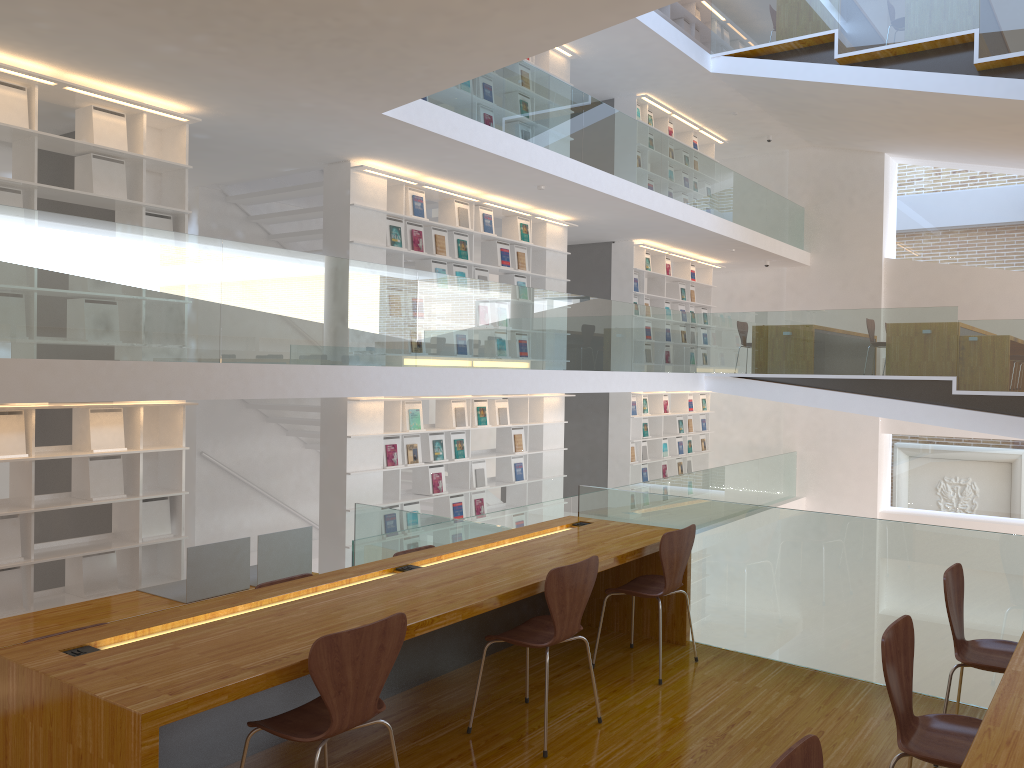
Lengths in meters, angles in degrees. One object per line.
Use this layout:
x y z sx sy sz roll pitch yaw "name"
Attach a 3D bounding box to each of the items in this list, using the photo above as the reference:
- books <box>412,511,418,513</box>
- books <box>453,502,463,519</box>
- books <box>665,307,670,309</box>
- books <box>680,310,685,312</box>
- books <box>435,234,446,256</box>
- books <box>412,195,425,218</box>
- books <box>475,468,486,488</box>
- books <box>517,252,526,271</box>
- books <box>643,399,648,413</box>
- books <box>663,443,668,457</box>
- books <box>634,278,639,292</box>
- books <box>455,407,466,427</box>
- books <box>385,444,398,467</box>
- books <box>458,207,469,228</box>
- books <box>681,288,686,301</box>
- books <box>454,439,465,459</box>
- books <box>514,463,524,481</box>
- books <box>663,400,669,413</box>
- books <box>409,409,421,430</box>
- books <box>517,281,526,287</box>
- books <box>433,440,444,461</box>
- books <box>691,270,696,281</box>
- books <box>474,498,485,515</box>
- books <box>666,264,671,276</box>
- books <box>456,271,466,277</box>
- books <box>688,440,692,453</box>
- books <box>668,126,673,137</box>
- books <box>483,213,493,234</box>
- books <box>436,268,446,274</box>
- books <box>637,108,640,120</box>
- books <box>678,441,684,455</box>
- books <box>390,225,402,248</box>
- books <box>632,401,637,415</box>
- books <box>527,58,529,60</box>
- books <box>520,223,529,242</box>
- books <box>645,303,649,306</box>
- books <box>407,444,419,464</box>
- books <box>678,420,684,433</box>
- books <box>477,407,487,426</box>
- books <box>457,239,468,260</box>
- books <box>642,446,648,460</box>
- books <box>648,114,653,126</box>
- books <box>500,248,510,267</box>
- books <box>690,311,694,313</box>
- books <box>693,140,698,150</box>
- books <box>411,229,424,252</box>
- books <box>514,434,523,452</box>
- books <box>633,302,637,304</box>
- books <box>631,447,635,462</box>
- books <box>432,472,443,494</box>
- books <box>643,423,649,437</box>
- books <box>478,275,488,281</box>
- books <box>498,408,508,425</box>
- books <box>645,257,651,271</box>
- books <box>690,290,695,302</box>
-0.958 1.347 8.640 0.037 0.210 0.145 1 1 35 "books"
-0.559 1.336 9.210 0.037 0.210 0.145 1 1 35 "books"
2.342 -1.055 13.348 0.037 0.210 0.145 1 1 35 "books"
2.666 -1.049 13.803 0.037 0.210 0.145 1 1 35 "books"
-0.717 -1.387 8.892 0.037 0.210 0.145 1 1 35 "books"
-0.908 -1.718 8.604 0.037 0.210 0.145 1 1 35 "books"
-0.339 1.016 9.506 0.037 0.210 0.145 1 1 35 "books"
0.109 -1.389 10.062 0.037 0.210 0.145 1 1 35 "books"
1.919 0.316 12.798 0.037 0.210 0.145 1 1 35 "books"
2.309 0.996 13.374 0.037 0.210 0.145 1 1 35 "books"
1.738 -1.385 12.476 0.037 0.210 0.145 1 1 35 "books"
-0.534 0.349 9.206 0.037 0.210 0.145 1 1 35 "books"
-1.134 0.676 8.373 0.037 0.210 0.145 1 1 35 "books"
-0.500 -1.718 9.182 0.037 0.210 0.145 1 1 35 "books"
2.669 -1.386 13.800 0.037 0.210 0.145 1 1 35 "books"
-0.544 0.679 9.204 0.037 0.210 0.145 1 1 35 "books"
0.081 1.006 10.102 0.037 0.210 0.145 1 1 35 "books"
2.319 0.351 13.366 0.037 0.210 0.145 1 1 35 "books"
-0.944 0.350 8.625 0.037 0.210 0.145 1 1 35 "books"
0.115 -1.056 10.077 0.037 0.210 0.145 1 1 35 "books"
-0.742 0.668 8.931 0.037 0.210 0.145 1 1 35 "books"
2.876 -1.701 14.083 0.037 0.210 0.145 1 1 35 "books"
-0.347 1.337 9.511 0.037 0.210 0.145 1 1 35 "books"
2.352 -1.700 13.340 0.037 0.210 0.145 1 1 35 "books"
-0.526 -1.058 9.174 0.037 0.210 0.145 1 1 35 "books"
2.827 1.002 14.103 0.037 0.210 0.145 1 1 35 "books"
2.384 -3.749 13.314 0.037 0.210 0.145 1 1 35 "books"
-0.258 -1.720 9.525 0.037 0.210 0.145 1 1 35 "books"
-0.710 -1.055 8.907 0.037 0.210 0.145 1 1 35 "books"
1.757 -3.768 12.424 0.037 0.210 0.145 1 1 35 "books"
2.634 1.002 13.829 0.037 0.210 0.145 1 1 35 "books"
-1.094 -1.383 8.360 0.037 0.210 0.145 1 1 35 "books"
1.715 0.350 12.504 0.037 0.210 0.145 1 1 35 "books"
0.146 -3.743 10.032 0.037 0.210 0.145 1 1 35 "books"
0.146 -1.719 10.098 0.037 0.210 0.145 1 1 35 "books"
1.939 -1.058 12.777 0.037 0.210 0.145 1 1 35 "books"
-0.966 0.691 8.628 0.037 0.210 0.145 1 1 35 "books"
2.636 0.665 13.826 0.037 0.210 0.145 1 1 35 "books"
-0.321 0.349 9.509 0.037 0.210 0.145 1 1 35 "books"
-0.509 -1.387 9.181 0.037 0.210 0.145 1 1 35 "books"
1.916 1.002 12.811 0.037 0.210 0.145 1 1 35 "books"
1.988 -3.764 12.752 0.037 0.210 0.145 1 1 35 "books"
-0.073 -1.391 9.804 0.037 0.210 0.145 1 1 35 "books"
2.859 -1.050 14.077 0.037 0.210 0.145 1 1 35 "books"
2.908 -3.750 14.057 0.037 0.210 0.145 1 1 35 "books"
-0.917 -1.388 8.608 0.037 0.210 0.145 1 1 35 "books"
0.075 0.678 10.086 0.037 0.210 0.145 1 1 35 "books"
1.729 -1.047 12.475 0.037 0.210 0.145 1 1 35 "books"
1.693 0.992 12.501 0.037 0.210 0.145 1 1 35 "books"
-0.752 1.002 8.926 0.037 0.210 0.145 1 1 35 "books"
1.930 0.670 12.820 0.037 0.210 0.145 1 1 35 "books"
-0.305 -1.051 9.483 0.037 0.210 0.145 1 1 35 "books"
-0.097 0.368 9.827 0.037 0.210 0.145 1 1 35 "books"
1.955 -1.715 12.778 0.037 0.210 0.145 1 1 35 "books"
2.871 -1.386 14.087 0.037 0.210 0.145 1 1 35 "books"
